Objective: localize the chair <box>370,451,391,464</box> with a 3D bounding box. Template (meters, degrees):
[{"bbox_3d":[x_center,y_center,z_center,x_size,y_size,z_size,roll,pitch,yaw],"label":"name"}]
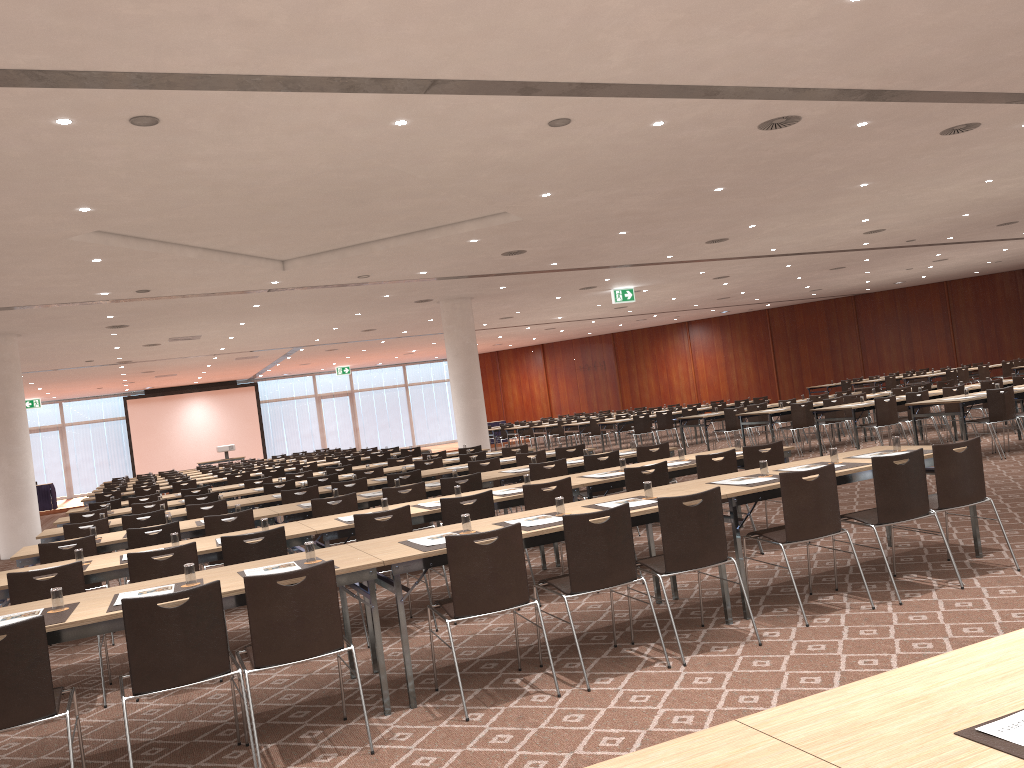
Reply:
[{"bbox_3d":[-2.726,1.881,18.397,0.535,0.939,0.614,-7,-1,-24],"label":"chair"}]

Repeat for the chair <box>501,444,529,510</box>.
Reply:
[{"bbox_3d":[0.038,1.418,13.645,0.535,0.939,0.614,-7,-1,-22],"label":"chair"}]

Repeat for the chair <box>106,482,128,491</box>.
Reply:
[{"bbox_3d":[-8.936,2.732,20.175,0.535,0.939,0.614,-7,-1,-26],"label":"chair"}]

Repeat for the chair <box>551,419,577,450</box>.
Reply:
[{"bbox_3d":[1.440,1.467,24.613,0.535,0.939,0.614,-7,-1,-23],"label":"chair"}]

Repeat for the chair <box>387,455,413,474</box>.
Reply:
[{"bbox_3d":[-1.881,1.697,14.960,0.535,0.939,0.614,-7,-1,-23],"label":"chair"}]

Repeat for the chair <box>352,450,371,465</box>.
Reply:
[{"bbox_3d":[-3.431,2.014,20.304,0.535,0.939,0.614,-7,-1,-24],"label":"chair"}]

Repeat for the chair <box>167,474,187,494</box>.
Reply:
[{"bbox_3d":[-7.736,2.584,20.603,0.535,0.939,0.614,-7,-1,-25],"label":"chair"}]

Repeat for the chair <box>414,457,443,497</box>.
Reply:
[{"bbox_3d":[-1.230,1.573,13.150,0.535,0.939,0.614,-7,-1,-21],"label":"chair"}]

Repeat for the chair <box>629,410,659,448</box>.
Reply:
[{"bbox_3d":[3.422,1.178,23.224,0.535,0.939,0.614,-7,-1,-24],"label":"chair"}]

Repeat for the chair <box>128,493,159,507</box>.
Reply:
[{"bbox_3d":[-5.518,2.141,13.410,0.535,0.939,0.614,-7,-1,-25],"label":"chair"}]

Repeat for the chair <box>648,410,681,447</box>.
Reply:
[{"bbox_3d":[3.592,1.111,21.126,0.535,0.939,0.614,-7,-1,-21],"label":"chair"}]

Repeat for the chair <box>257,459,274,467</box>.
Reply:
[{"bbox_3d":[-6.484,2.479,23.389,0.535,0.939,0.614,-7,-1,-26],"label":"chair"}]

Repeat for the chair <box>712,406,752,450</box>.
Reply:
[{"bbox_3d":[4.337,0.938,17.566,0.535,0.939,0.614,-7,-1,-23],"label":"chair"}]

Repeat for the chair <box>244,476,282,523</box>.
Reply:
[{"bbox_3d":[-3.983,1.953,14.064,0.535,0.939,0.614,-7,-1,-21],"label":"chair"}]

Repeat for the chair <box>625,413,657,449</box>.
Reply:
[{"bbox_3d":[3.004,1.181,20.787,0.535,0.939,0.614,-7,-1,-21],"label":"chair"}]

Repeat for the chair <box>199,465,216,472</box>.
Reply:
[{"bbox_3d":[-8.434,2.763,24.729,0.535,0.939,0.614,-7,-1,-21],"label":"chair"}]

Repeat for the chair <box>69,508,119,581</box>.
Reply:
[{"bbox_3d":[-5.375,2.079,11.385,0.535,0.939,0.614,-7,-1,-23],"label":"chair"}]

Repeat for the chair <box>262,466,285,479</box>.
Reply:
[{"bbox_3d":[-4.721,2.126,17.631,0.535,0.939,0.614,-7,-1,-24],"label":"chair"}]

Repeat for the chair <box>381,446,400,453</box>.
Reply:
[{"bbox_3d":[-2.808,1.937,20.532,0.535,0.939,0.614,-7,-1,-21],"label":"chair"}]

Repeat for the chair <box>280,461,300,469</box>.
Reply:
[{"bbox_3d":[-4.914,2.196,19.718,0.535,0.939,0.614,-7,-1,-25],"label":"chair"}]

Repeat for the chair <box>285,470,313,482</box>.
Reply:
[{"bbox_3d":[-3.415,1.885,14.344,0.535,0.939,0.614,-7,-1,-23],"label":"chair"}]

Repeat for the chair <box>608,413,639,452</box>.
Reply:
[{"bbox_3d":[2.842,1.247,22.888,0.535,0.939,0.614,-7,-1,-21],"label":"chair"}]

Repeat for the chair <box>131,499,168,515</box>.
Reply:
[{"bbox_3d":[-4.705,1.996,11.625,0.535,0.939,0.614,-7,-1,-24],"label":"chair"}]

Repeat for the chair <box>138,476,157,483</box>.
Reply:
[{"bbox_3d":[-9.102,2.799,22.274,0.535,0.939,0.614,-7,-1,-23],"label":"chair"}]

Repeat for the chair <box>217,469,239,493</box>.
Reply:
[{"bbox_3d":[-6.093,2.338,19.133,0.535,0.939,0.614,-7,-1,-23],"label":"chair"}]

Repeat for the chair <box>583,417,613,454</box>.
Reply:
[{"bbox_3d":[2.168,1.332,22.753,0.535,0.939,0.614,-7,-1,-22],"label":"chair"}]

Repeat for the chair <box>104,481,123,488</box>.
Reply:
[{"bbox_3d":[-9.775,2.879,21.904,0.535,0.939,0.614,-7,-1,-22],"label":"chair"}]

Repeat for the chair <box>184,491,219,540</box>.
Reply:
[{"bbox_3d":[-4.094,1.921,11.847,0.535,0.939,0.614,-7,-1,-20],"label":"chair"}]

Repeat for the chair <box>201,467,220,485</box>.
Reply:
[{"bbox_3d":[-7.704,2.626,22.786,0.535,0.939,0.614,-7,-1,-22],"label":"chair"}]

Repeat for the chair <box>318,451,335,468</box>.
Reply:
[{"bbox_3d":[-4.999,2.297,23.976,0.535,0.939,0.614,-7,-1,-26],"label":"chair"}]

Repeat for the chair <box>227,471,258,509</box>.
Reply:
[{"bbox_3d":[-5.308,2.197,17.335,0.535,0.939,0.614,-7,-1,-22],"label":"chair"}]

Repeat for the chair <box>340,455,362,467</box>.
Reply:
[{"bbox_3d":[-3.301,1.952,18.190,0.535,0.939,0.614,-7,-1,-25],"label":"chair"}]

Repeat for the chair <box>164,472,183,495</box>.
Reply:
[{"bbox_3d":[-8.517,2.726,22.477,0.535,0.939,0.614,-7,-1,-21],"label":"chair"}]

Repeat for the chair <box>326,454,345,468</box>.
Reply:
[{"bbox_3d":[-3.973,2.079,20.036,0.535,0.939,0.614,-7,-1,-24],"label":"chair"}]

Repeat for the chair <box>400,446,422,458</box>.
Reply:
[{"bbox_3d":[-2.125,1.809,18.736,0.535,0.939,0.614,-7,-1,-20],"label":"chair"}]

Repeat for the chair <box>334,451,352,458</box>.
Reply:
[{"bbox_3d":[-4.190,2.152,22.113,0.535,0.939,0.614,-7,-1,-21],"label":"chair"}]

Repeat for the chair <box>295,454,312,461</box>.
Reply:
[{"bbox_3d":[-5.545,2.363,23.706,0.535,0.939,0.614,-7,-1,-23],"label":"chair"}]

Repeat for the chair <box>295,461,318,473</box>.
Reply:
[{"bbox_3d":[-4.102,2.049,17.811,0.535,0.939,0.614,-7,-1,-22],"label":"chair"}]

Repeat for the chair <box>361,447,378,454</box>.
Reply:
[{"bbox_3d":[-3.593,2.080,22.405,0.535,0.939,0.614,-7,-1,-24],"label":"chair"}]

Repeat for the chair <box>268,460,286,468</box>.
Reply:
[{"bbox_3d":[-5.661,2.331,21.487,0.535,0.939,0.614,-7,-1,-24],"label":"chair"}]

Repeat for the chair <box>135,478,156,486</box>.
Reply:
[{"bbox_3d":[-8.354,2.660,20.377,0.535,0.939,0.614,-7,-1,-20],"label":"chair"}]

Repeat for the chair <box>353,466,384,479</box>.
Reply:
[{"bbox_3d":[-2.046,1.672,12.757,0.535,0.939,0.614,-7,-1,-22],"label":"chair"}]

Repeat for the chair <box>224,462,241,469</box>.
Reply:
[{"bbox_3d":[-7.826,2.688,24.942,0.535,0.939,0.614,-7,-1,-20],"label":"chair"}]

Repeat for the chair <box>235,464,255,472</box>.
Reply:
[{"bbox_3d":[-6.372,2.420,21.267,0.535,0.939,0.614,-7,-1,-22],"label":"chair"}]

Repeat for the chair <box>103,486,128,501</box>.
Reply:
[{"bbox_3d":[-8.141,2.588,18.298,0.535,0.939,0.614,-7,-1,-22],"label":"chair"}]

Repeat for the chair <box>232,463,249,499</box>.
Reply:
[{"bbox_3d":[-7.046,2.547,23.104,0.535,0.939,0.614,-7,-1,-25],"label":"chair"}]

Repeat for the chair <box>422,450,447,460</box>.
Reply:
[{"bbox_3d":[-1.330,1.631,15.232,0.535,0.939,0.614,-7,-1,-23],"label":"chair"}]

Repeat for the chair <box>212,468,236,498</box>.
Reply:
[{"bbox_3d":[-6.837,2.475,21.023,0.535,0.939,0.614,-7,-1,-21],"label":"chair"}]

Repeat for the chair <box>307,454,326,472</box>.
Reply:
[{"bbox_3d":[-4.827,2.231,21.925,0.535,0.939,0.614,-7,-1,-22],"label":"chair"}]

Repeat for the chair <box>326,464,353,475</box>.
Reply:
[{"bbox_3d":[-2.840,1.816,14.635,0.535,0.939,0.614,-7,-1,-26],"label":"chair"}]

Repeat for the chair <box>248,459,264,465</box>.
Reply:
[{"bbox_3d":[-7.219,2.613,25.163,0.535,0.939,0.614,-7,-1,-20],"label":"chair"}]

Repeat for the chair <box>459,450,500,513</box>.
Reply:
[{"bbox_3d":[-0.599,1.494,13.336,0.535,0.939,0.614,-7,-1,-25],"label":"chair"}]

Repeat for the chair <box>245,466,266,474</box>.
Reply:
[{"bbox_3d":[-5.580,2.276,19.389,0.535,0.939,0.614,-7,-1,-24],"label":"chair"}]

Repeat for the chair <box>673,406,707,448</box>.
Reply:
[{"bbox_3d":[4.222,1.033,21.306,0.535,0.939,0.614,-7,-1,-23],"label":"chair"}]

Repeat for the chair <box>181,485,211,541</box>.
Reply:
[{"bbox_3d":[-4.862,2.062,13.773,0.535,0.939,0.614,-7,-1,-21],"label":"chair"}]

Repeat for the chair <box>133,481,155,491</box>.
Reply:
[{"bbox_3d":[-7.610,2.523,18.486,0.535,0.939,0.614,-7,-1,-21],"label":"chair"}]

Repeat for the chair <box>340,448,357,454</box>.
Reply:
[{"bbox_3d":[-4.434,2.228,24.179,0.535,0.939,0.614,-7,-1,-22],"label":"chair"}]

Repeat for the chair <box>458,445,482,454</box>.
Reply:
[{"bbox_3d":[-0.738,1.558,15.446,0.535,0.939,0.614,-7,-1,-25],"label":"chair"}]
